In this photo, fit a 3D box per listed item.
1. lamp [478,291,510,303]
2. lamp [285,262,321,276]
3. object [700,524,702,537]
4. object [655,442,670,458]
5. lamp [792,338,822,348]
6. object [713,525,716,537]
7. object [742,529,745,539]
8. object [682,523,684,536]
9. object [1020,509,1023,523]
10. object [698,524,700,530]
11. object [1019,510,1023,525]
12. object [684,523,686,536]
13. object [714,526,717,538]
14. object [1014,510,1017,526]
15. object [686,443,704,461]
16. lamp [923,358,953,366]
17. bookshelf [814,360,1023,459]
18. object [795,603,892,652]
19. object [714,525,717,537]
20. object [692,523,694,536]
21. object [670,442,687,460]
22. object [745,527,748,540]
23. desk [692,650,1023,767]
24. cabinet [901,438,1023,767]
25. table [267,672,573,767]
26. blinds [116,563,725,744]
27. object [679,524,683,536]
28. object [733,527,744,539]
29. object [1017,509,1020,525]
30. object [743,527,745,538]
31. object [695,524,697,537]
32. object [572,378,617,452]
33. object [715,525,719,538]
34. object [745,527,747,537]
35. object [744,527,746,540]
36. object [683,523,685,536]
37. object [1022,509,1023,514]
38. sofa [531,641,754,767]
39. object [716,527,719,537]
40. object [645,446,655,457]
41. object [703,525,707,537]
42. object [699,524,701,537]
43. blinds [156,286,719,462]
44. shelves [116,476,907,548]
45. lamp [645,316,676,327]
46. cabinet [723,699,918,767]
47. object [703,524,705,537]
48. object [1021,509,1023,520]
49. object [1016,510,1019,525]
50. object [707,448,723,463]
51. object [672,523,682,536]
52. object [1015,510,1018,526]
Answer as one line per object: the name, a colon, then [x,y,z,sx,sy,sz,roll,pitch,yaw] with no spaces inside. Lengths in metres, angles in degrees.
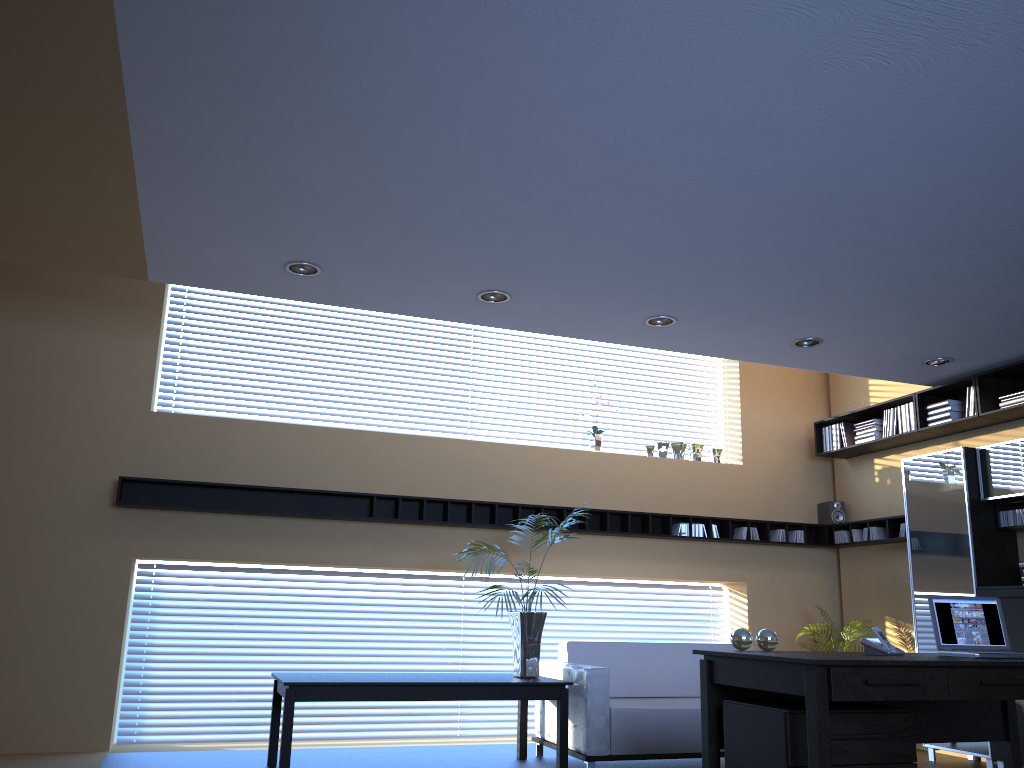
lamp: [-0.115,-0.603,5.717,0.209,0.096,0.209,-11,-19,39]
lamp: [-1.252,-0.733,5.331,0.209,0.096,0.209,6,-15,-19]
object: [1.734,1.377,8.301,0.009,0.119,0.143,6,-15,-19]
object: [1.456,0.651,8.577,0.133,0.159,0.127,1,-14,1]
lamp: [2.160,-0.343,6.488,0.208,0.096,0.210,12,-18,-36]
object: [1.873,1.394,8.352,0.030,0.119,0.143,6,-15,-19]
object: [2.170,1.429,8.456,0.030,0.119,0.143,6,-15,-19]
object: [1.555,1.357,8.241,0.009,0.119,0.143,6,-15,-18]
object: [3.900,1.008,6.685,0.140,0.117,0.026,6,-14,-19]
object: [1.714,1.375,8.296,0.009,0.119,0.143,6,-15,-19]
object: [3.897,1.013,6.706,0.142,0.119,0.009,6,-14,-19]
object: [1.574,1.359,8.249,0.009,0.119,0.143,6,-15,-18]
object: [1.881,1.396,8.359,0.030,0.119,0.143,6,-15,-19]
object: [3.880,1.022,6.742,0.142,0.119,0.009,6,-14,-19]
object: [1.794,0.683,8.693,0.144,0.172,0.137,9,-16,-28]
lamp: [3.297,-0.213,6.873,0.208,0.096,0.210,2,-14,-1]
bookshelf: [4.021,-0.029,6.478,0.362,0.338,5.152,6,-15,-18]
object: [2.957,2.567,7.894,0.841,1.233,0.693,-2,-14,14]
object: [1.883,1.396,8.357,0.026,0.117,0.141,6,-15,-19]
object: [1.655,1.369,8.278,0.009,0.119,0.143,6,-15,-19]
object: [1.624,0.664,8.639,0.137,0.172,0.145,-7,-16,30]
object: [2.199,1.433,8.468,0.030,0.119,0.143,6,-15,-19]
desk: [1.890,1.686,3.985,1.896,0.885,0.918,6,-15,-19]
cabinet: [4.124,1.371,5.532,0.491,2.384,3.896,6,-15,-18]
table: [-0.639,2.296,5.990,1.896,0.599,0.902,6,-15,-19]
blinds: [-0.467,2.382,7.793,5.396,1.359,0.047,6,-14,-19]
object: [1.546,1.356,8.239,0.009,0.119,0.143,6,-15,-18]
object: [2.157,1.427,8.447,0.040,0.118,0.143,6,-15,-19]
object: [3.890,1.015,6.714,0.142,0.119,0.009,6,-14,-19]
object: [2.170,1.428,8.454,0.026,0.117,0.141,6,-15,-18]
object: [1.686,1.371,8.285,0.009,0.119,0.143,6,-15,-19]
object: [0.830,0.320,8.428,0.438,0.691,0.353,13,-18,-38]
object: [1.897,1.398,8.359,0.040,0.118,0.143,6,-15,-19]
object: [2.189,1.432,8.465,0.030,0.119,0.143,6,-15,-19]
object: [2.180,1.430,8.458,0.030,0.119,0.143,6,-15,-18]
object: [1.565,1.358,8.246,0.009,0.119,0.143,6,-15,-18]
object: [3.912,1.004,6.668,0.142,0.119,0.030,6,-14,-19]
sofa: [1.293,2.397,6.678,2.058,0.843,1.019,6,-15,-19]
object: [1.898,1.397,8.359,0.036,0.115,0.141,6,-15,-18]
object: [1.331,0.659,8.530,0.089,0.113,0.095,-3,-14,16]
object: [1.774,1.384,8.319,0.040,0.118,0.143,6,-15,-18]
object: [1.723,1.376,8.300,0.009,0.119,0.143,6,-15,-19]
blinds: [-0.404,-0.109,8.385,5.396,1.452,0.039,6,-14,-19]
shelves: [0.310,1.052,7.298,6.628,0.212,1.256,7,-15,-19]
lamp: [1.022,-0.473,6.102,0.209,0.096,0.209,-11,-19,39]
cabinet: [1.324,1.726,3.785,0.635,0.676,0.503,6,-15,-19]
object: [1.773,1.385,8.321,0.041,0.121,0.143,6,-15,-19]
object: [3.905,1.006,6.676,0.142,0.119,0.030,6,-14,-19]
object: [3.886,1.017,6.722,0.140,0.118,0.006,6,-14,-19]
object: [2.008,0.719,8.763,0.124,0.148,0.118,6,-15,-18]
object: [1.522,1.355,8.232,0.040,0.118,0.143,6,-15,-19]
object: [3.884,1.020,6.732,0.142,0.119,0.009,6,-14,-19]
